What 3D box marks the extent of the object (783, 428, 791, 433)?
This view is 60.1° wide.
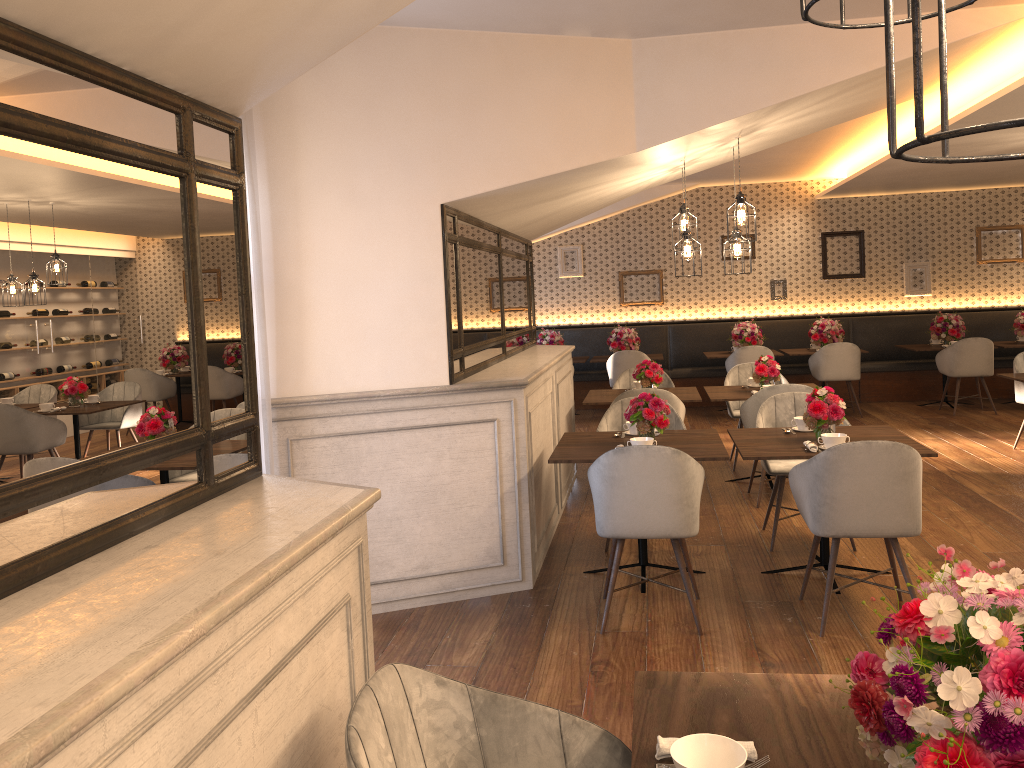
[{"bbox_3d":[1.546,0.261,5.008,0.043,0.015,0.198,-2,6,5],"label":"object"}]

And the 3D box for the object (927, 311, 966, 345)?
[{"bbox_3d":[5.210,-0.663,10.588,0.421,0.424,0.405,-6,5,-39],"label":"object"}]

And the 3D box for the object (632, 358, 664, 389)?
[{"bbox_3d":[1.078,-0.063,7.080,0.234,0.300,0.306,-4,4,-16],"label":"object"}]

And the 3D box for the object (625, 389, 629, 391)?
[{"bbox_3d":[0.969,0.050,7.446,0.043,0.015,0.198,-2,6,5],"label":"object"}]

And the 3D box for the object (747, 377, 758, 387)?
[{"bbox_3d":[2.015,-0.014,7.299,0.148,0.072,0.148,-5,5,-23],"label":"object"}]

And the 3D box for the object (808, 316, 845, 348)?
[{"bbox_3d":[3.832,-0.618,10.792,0.419,0.424,0.407,-2,4,11],"label":"object"}]

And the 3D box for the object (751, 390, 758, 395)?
[{"bbox_3d":[1.845,0.068,6.711,0.056,0.039,0.176,-2,5,9],"label":"object"}]

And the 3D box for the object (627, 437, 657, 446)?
[{"bbox_3d":[0.669,0.318,4.548,0.148,0.072,0.148,-5,5,-23],"label":"object"}]

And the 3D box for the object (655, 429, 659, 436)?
[{"bbox_3d":[0.840,0.270,5.138,0.056,0.039,0.176,-2,5,9],"label":"object"}]

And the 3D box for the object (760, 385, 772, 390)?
[{"bbox_3d":[1.957,0.048,6.693,0.148,0.072,0.148,-5,5,-23],"label":"object"}]

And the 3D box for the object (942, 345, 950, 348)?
[{"bbox_3d":[5.089,-0.443,10.384,0.056,0.039,0.176,-2,5,9],"label":"object"}]

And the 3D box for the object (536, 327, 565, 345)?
[{"bbox_3d":[0.476,-0.512,11.335,0.421,0.424,0.405,-6,5,-39],"label":"object"}]

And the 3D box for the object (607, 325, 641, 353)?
[{"bbox_3d":[1.411,-0.541,11.183,0.420,0.424,0.407,-3,4,-3],"label":"object"}]

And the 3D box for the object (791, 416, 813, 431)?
[{"bbox_3d":[1.659,0.227,5.008,0.148,0.072,0.148,-5,5,-23],"label":"object"}]

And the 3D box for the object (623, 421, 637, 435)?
[{"bbox_3d":[0.726,0.256,5.155,0.148,0.072,0.148,-5,5,-23],"label":"object"}]

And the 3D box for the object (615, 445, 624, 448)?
[{"bbox_3d":[0.557,0.339,4.566,0.056,0.039,0.176,-2,5,9],"label":"object"}]

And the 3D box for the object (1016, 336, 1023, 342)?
[{"bbox_3d":[6.247,-0.557,10.816,0.148,0.072,0.148,-7,6,-38],"label":"object"}]

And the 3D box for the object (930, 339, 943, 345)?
[{"bbox_3d":[5.259,-0.526,10.972,0.148,0.072,0.148,-6,6,-33],"label":"object"}]

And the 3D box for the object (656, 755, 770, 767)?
[{"bbox_3d":[0.345,0.653,1.527,0.192,0.024,0.025,-2,4,9],"label":"object"}]

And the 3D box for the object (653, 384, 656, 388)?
[{"bbox_3d":[1.195,0.029,7.429,0.056,0.039,0.176,-2,5,9],"label":"object"}]

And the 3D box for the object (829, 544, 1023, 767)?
[{"bbox_3d":[0.715,0.458,1.288,0.420,0.424,0.407,-3,4,-3],"label":"object"}]

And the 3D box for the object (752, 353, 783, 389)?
[{"bbox_3d":[2.007,-0.094,6.947,0.234,0.300,0.306,-1,4,28],"label":"object"}]

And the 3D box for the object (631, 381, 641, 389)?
[{"bbox_3d":[1.082,0.015,7.446,0.148,0.072,0.148,-5,5,-23],"label":"object"}]

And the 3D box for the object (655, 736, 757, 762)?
[{"bbox_3d":[0.341,0.643,1.562,0.175,0.039,0.056,-2,5,9],"label":"object"}]

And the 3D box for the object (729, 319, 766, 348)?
[{"bbox_3d":[2.928,-0.598,11.035,0.421,0.424,0.406,-6,5,-37],"label":"object"}]

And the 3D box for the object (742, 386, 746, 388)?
[{"bbox_3d":[1.902,0.020,7.299,0.043,0.015,0.198,-2,6,5],"label":"object"}]

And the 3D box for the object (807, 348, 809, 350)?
[{"bbox_3d":[3.735,-0.447,11.193,0.043,0.015,0.198,-2,6,5],"label":"object"}]

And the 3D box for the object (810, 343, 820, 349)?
[{"bbox_3d":[3.848,-0.481,11.194,0.148,0.072,0.148,-6,6,-33],"label":"object"}]

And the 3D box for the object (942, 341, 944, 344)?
[{"bbox_3d":[5.372,-0.512,10.955,0.056,0.039,0.176,-2,5,9],"label":"object"}]

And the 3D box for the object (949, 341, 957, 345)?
[{"bbox_3d":[5.201,-0.464,10.365,0.148,0.072,0.148,-7,6,-38],"label":"object"}]

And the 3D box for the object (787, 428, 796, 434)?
[{"bbox_3d":[1.580,0.266,4.996,0.022,0.004,0.211,-2,6,9],"label":"object"}]

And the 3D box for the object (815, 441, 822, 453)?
[{"bbox_3d":[1.526,0.314,4.424,0.025,0.024,0.193,-2,6,9],"label":"object"}]

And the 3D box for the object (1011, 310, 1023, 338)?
[{"bbox_3d":[6.139,-0.693,10.453,0.421,0.424,0.406,-6,5,-37],"label":"object"}]

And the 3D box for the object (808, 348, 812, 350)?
[{"bbox_3d":[3.769,-0.442,11.181,0.022,0.004,0.211,-2,6,9],"label":"object"}]

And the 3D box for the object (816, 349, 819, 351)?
[{"bbox_3d":[3.679,-0.399,10.605,0.056,0.039,0.176,-2,5,9],"label":"object"}]

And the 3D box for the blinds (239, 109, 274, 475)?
[{"bbox_3d":[-1.266,-0.094,3.514,0.133,2.692,1.385,-2,3,9],"label":"blinds"}]

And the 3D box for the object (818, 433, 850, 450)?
[{"bbox_3d":[1.601,0.289,4.402,0.148,0.072,0.148,-5,5,-23],"label":"object"}]

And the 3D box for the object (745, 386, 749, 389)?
[{"bbox_3d":[1.936,0.026,7.287,0.022,0.004,0.211,-2,6,9],"label":"object"}]

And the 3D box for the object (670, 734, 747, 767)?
[{"bbox_3d":[0.323,0.638,1.449,0.148,0.072,0.148,-7,6,-38],"label":"object"}]

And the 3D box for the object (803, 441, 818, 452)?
[{"bbox_3d":[1.490,0.309,4.420,0.056,0.039,0.176,-2,5,9],"label":"object"}]

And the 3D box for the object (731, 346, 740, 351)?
[{"bbox_3d":[2.890,-0.451,11.344,0.148,0.072,0.148,-6,6,-33],"label":"object"}]

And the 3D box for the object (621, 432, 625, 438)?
[{"bbox_3d":[0.647,0.296,5.142,0.022,0.004,0.211,-2,6,9],"label":"object"}]

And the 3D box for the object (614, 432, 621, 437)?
[{"bbox_3d":[0.613,0.291,5.154,0.043,0.015,0.198,-2,6,5],"label":"object"}]
